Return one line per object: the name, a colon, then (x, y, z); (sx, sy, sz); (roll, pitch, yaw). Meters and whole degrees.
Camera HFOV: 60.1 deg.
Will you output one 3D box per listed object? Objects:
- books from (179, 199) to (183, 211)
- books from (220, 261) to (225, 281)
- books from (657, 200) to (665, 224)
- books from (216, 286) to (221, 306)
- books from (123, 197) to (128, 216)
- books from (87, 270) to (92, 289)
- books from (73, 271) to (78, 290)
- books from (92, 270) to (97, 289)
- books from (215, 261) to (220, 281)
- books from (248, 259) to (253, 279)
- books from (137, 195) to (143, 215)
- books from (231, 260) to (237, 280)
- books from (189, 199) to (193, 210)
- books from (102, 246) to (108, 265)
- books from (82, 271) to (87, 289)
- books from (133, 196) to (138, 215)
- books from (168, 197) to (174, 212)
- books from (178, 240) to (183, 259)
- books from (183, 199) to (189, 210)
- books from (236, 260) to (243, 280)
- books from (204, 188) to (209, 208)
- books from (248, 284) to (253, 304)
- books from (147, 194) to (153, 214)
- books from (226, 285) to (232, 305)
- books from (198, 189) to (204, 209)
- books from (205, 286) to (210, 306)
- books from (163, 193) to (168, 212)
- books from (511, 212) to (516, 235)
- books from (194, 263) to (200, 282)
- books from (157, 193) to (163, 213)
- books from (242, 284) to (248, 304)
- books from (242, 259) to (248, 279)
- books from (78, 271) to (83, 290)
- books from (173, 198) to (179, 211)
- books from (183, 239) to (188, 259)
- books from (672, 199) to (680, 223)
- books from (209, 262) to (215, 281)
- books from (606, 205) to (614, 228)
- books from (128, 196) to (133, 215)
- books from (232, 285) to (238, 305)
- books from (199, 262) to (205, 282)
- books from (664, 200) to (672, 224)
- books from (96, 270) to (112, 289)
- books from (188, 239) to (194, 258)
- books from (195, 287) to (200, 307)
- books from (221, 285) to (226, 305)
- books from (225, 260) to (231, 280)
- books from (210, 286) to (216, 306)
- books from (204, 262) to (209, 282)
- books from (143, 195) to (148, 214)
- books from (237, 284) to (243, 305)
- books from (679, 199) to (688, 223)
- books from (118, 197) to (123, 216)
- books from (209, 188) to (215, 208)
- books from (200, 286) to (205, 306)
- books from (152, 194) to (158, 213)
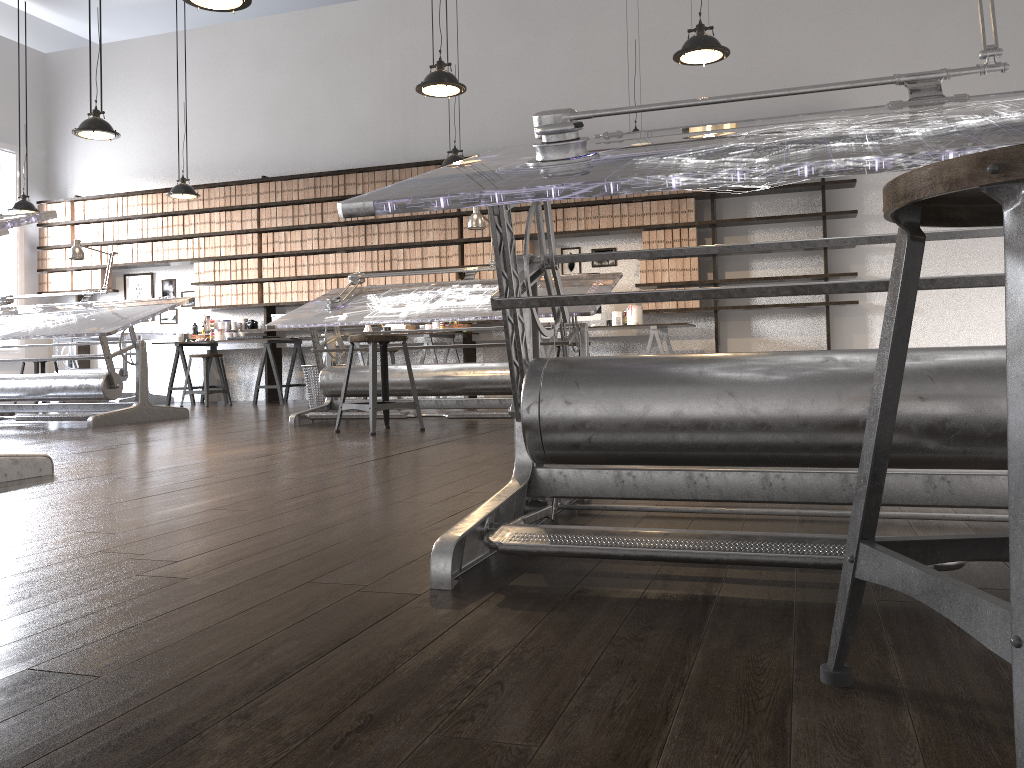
books: (-3.708, -2.067, 10.077); (0.066, 0.226, 0.174); (-2, -1, 18)
books: (-3.178, -1.253, 9.886); (0.066, 0.226, 0.174); (-2, -1, 18)
books: (1.423, -1.610, 8.379); (0.066, 0.226, 0.174); (-2, -1, 18)
books: (-3.229, -0.981, 9.897); (0.066, 0.226, 0.174); (-2, -1, 18)
books: (-4.444, -2.054, 10.318); (0.066, 0.226, 0.174); (-2, -1, 18)
books: (-4.929, -1.222, 10.455); (0.067, 0.226, 0.174); (-2, -1, 18)
books: (-5.121, -1.219, 10.519); (0.067, 0.226, 0.174); (-2, -1, 18)
books: (-4.861, -1.224, 10.440); (0.066, 0.226, 0.174); (-2, -1, 18)
books: (-3.245, -1.252, 9.908); (0.066, 0.226, 0.174); (-2, -1, 18)
books: (-2.830, -1.259, 9.770); (0.066, 0.226, 0.174); (-2, -1, 18)
books: (-4.245, -2.057, 10.247); (0.066, 0.226, 0.174); (-2, -1, 18)
books: (-3.043, -1.255, 9.842); (0.066, 0.226, 0.174); (-2, -1, 18)
books: (-3.581, -2.069, 10.034); (0.066, 0.226, 0.174); (-2, -1, 18)
books: (-4.717, -1.496, 10.394); (0.066, 0.226, 0.174); (-2, -1, 18)
books: (-4.991, -1.221, 10.480); (0.066, 0.226, 0.174); (-2, -1, 18)
books: (-4.312, -2.056, 10.272); (0.066, 0.226, 0.174); (-2, -1, 18)
books: (-3.844, -2.065, 10.117); (0.066, 0.226, 0.174); (-2, -1, 18)
books: (-3.709, -1.514, 10.065); (0.066, 0.226, 0.174); (-2, -1, 18)
books: (-3.646, -2.068, 10.050); (0.067, 0.226, 0.174); (-2, -1, 18)
books: (-2.974, -1.256, 9.814); (0.067, 0.226, 0.174); (-2, -1, 18)
books: (-3.386, -2.073, 9.970); (0.066, 0.226, 0.174); (-2, -1, 18)
books: (-2.837, -0.988, 9.769); (0.066, 0.226, 0.174); (-2, -1, 18)
books: (-4.115, -2.060, 10.208); (0.066, 0.226, 0.174); (-2, -1, 18)
books: (-3.097, -0.983, 9.851); (0.066, 0.226, 0.174); (-2, -1, 18)
books: (-3.454, -2.071, 9.988); (0.067, 0.226, 0.174); (-2, -1, 18)
books: (-3.366, -0.979, 9.939); (0.066, 0.226, 0.174); (-2, -1, 18)
books: (-3.910, -2.063, 10.144); (0.066, 0.226, 0.174); (-2, -1, 18)
books: (0.032, -1.585, 8.835); (0.066, 0.226, 0.174); (-2, -1, 18)
books: (-3.503, -1.247, 9.988); (0.067, 0.226, 0.174); (-2, -1, 18)
books: (-3.983, -2.062, 10.162); (0.067, 0.226, 0.174); (-2, -1, 18)
books: (-2.900, -0.987, 9.787); (0.066, 0.226, 0.174); (-2, -1, 18)
books: (-2.901, -1.258, 9.796); (0.066, 0.226, 0.174); (-2, -1, 18)
books: (-5.052, -1.220, 10.498); (0.066, 0.226, 0.174); (-2, -1, 18)
books: (-3.775, -2.066, 10.099); (0.066, 0.226, 0.174); (-2, -1, 18)
books: (-3.649, -1.515, 10.043); (0.066, 0.226, 0.174); (-2, -1, 18)
books: (1.551, -1.612, 8.339); (0.066, 0.226, 0.174); (-2, -1, 18)
books: (-3.311, -1.250, 9.924); (0.067, 0.226, 0.174); (-2, -1, 18)
books: (0.957, -1.601, 8.527); (0.067, 0.226, 0.174); (-2, -1, 18)
books: (-4.377, -2.055, 10.298); (0.066, 0.226, 0.174); (-2, -1, 18)
books: (-3.030, -0.984, 9.825); (0.066, 0.226, 0.174); (-2, -1, 18)
books: (-3.433, -1.248, 9.967); (0.066, 0.226, 0.174); (-2, -1, 18)
books: (1.485, -1.611, 8.354); (0.067, 0.226, 0.174); (-2, -1, 18)
books: (-4.795, -1.225, 10.416); (0.066, 0.226, 0.174); (-2, -1, 18)
books: (-3.581, -1.516, 10.019); (0.067, 0.226, 0.174); (-2, -1, 18)
books: (-3.490, -0.976, 9.977); (0.067, 0.226, 0.174); (-2, -1, 18)
books: (-3.162, -0.982, 9.877); (0.066, 0.226, 0.174); (-2, -1, 18)
books: (-3.112, -1.254, 9.860); (0.066, 0.226, 0.174); (-2, -1, 18)
books: (-3.297, -0.980, 9.915); (0.067, 0.226, 0.174); (-2, -1, 18)
books: (-3.373, -1.250, 9.949); (0.066, 0.226, 0.174); (-2, -1, 18)
books: (-4.176, -2.059, 10.224); (0.067, 0.226, 0.174); (-2, -1, 18)
books: (-2.961, -0.985, 9.803); (0.067, 0.226, 0.174); (-2, -1, 18)
books: (1.619, -1.613, 8.317); (0.066, 0.226, 0.174); (-2, -1, 18)
books: (-4.512, -2.053, 10.336); (0.067, 0.226, 0.174); (-2, -1, 18)
books: (-3.319, -2.074, 9.950); (0.066, 0.226, 0.174); (-2, -1, 18)
books: (-3.425, -0.978, 9.960); (0.066, 0.226, 0.174); (-2, -1, 18)
books: (-4.052, -2.061, 10.190); (0.066, 0.226, 0.174); (-2, -1, 18)
